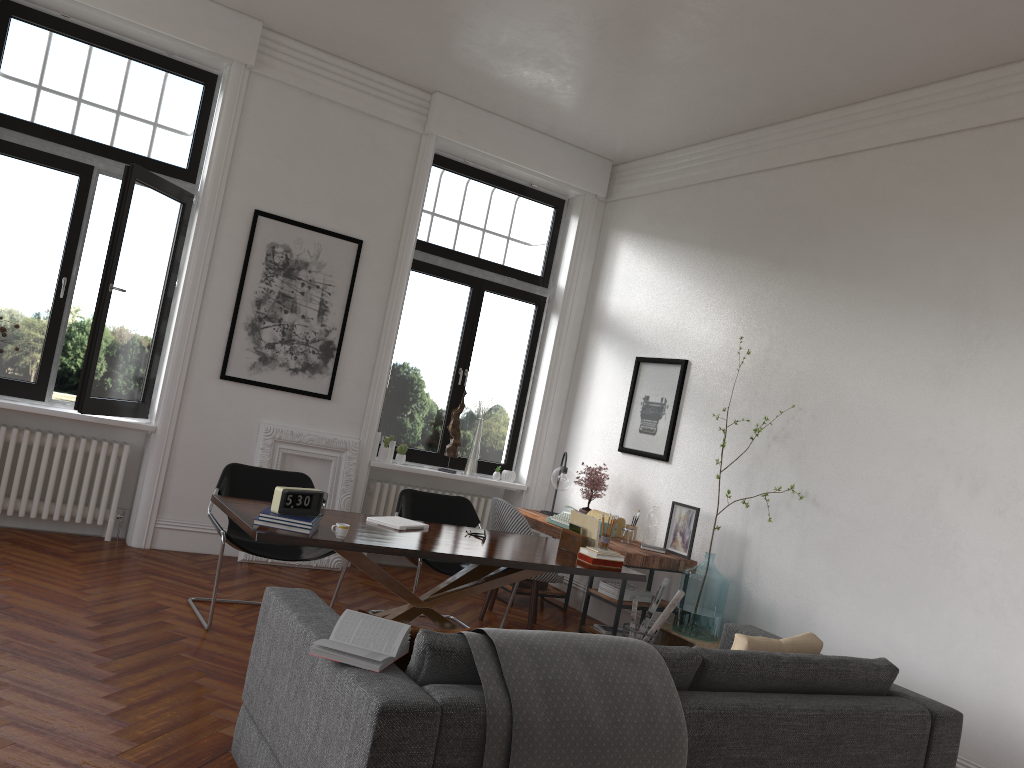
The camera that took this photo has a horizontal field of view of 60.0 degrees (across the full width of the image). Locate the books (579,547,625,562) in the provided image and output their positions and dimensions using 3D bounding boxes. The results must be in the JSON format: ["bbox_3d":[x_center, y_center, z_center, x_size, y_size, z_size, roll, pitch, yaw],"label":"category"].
[{"bbox_3d":[0.520,0.982,5.113,0.208,0.028,0.164,13,-3,-32],"label":"books"}]

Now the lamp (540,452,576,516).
[{"bbox_3d":[0.401,0.840,7.444,0.208,0.549,0.441,12,-2,-6],"label":"lamp"}]

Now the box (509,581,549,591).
[{"bbox_3d":[0.092,1.634,7.389,0.318,0.082,0.296,13,-3,-30],"label":"box"}]

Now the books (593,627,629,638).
[{"bbox_3d":[0.729,1.747,6.223,0.268,0.014,0.196,13,-3,-31],"label":"books"}]

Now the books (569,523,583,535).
[{"bbox_3d":[0.387,0.941,5.437,0.041,0.157,0.128,12,-2,-30],"label":"books"}]

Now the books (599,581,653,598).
[{"bbox_3d":[0.798,1.436,6.199,0.309,0.038,0.225,13,-3,-30],"label":"books"}]

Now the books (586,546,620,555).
[{"bbox_3d":[0.528,0.965,5.129,0.159,0.008,0.128,13,-3,-28],"label":"books"}]

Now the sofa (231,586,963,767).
[{"bbox_3d":[0.403,1.337,3.552,2.650,0.828,1.260,13,-2,-30],"label":"sofa"}]

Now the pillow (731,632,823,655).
[{"bbox_3d":[1.047,1.245,3.719,0.487,0.460,0.225,12,-2,-30],"label":"pillow"}]

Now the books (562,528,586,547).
[{"bbox_3d":[0.365,0.956,5.377,0.029,0.124,0.221,12,-2,-30],"label":"books"}]

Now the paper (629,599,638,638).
[{"bbox_3d":[0.785,1.652,5.818,0.073,0.478,0.033,11,-1,7],"label":"paper"}]

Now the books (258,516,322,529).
[{"bbox_3d":[-1.066,0.649,4.283,0.250,0.017,0.344,12,-2,-5],"label":"books"}]

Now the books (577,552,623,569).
[{"bbox_3d":[0.509,1.014,5.104,0.216,0.040,0.159,13,-3,-28],"label":"books"}]

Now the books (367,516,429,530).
[{"bbox_3d":[-0.646,0.793,5.049,0.230,0.026,0.326,10,-3,25],"label":"books"}]

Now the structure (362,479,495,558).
[{"bbox_3d":[-0.732,1.335,7.971,1.456,0.778,0.225,13,-2,-30],"label":"structure"}]

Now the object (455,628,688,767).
[{"bbox_3d":[0.180,1.018,2.837,0.753,0.387,0.399,13,-2,-30],"label":"object"}]

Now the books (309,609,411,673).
[{"bbox_3d":[-0.462,0.791,2.761,0.224,0.096,0.279,11,-2,12],"label":"books"}]

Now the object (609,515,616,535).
[{"bbox_3d":[0.575,0.855,5.147,0.008,0.195,0.036,12,-1,-17],"label":"object"}]

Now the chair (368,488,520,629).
[{"bbox_3d":[-0.440,1.200,5.838,0.754,0.872,0.744,12,-2,-30],"label":"chair"}]

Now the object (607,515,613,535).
[{"bbox_3d":[0.563,0.854,5.140,0.008,0.193,0.049,11,-1,-6],"label":"object"}]

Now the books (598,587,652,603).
[{"bbox_3d":[0.787,1.469,6.187,0.309,0.038,0.225,13,-3,-31],"label":"books"}]

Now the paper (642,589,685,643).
[{"bbox_3d":[0.923,1.602,5.764,0.329,0.609,0.047,10,-2,41],"label":"paper"}]

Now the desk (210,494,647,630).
[{"bbox_3d":[-0.502,1.206,4.889,2.230,0.751,1.028,13,-2,-30],"label":"desk"}]

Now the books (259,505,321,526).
[{"bbox_3d":[-1.063,0.632,4.283,0.250,0.017,0.344,12,-2,-5],"label":"books"}]

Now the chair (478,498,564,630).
[{"bbox_3d":[0.039,1.320,6.542,0.549,0.899,0.715,13,-2,-37],"label":"chair"}]

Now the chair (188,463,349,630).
[{"bbox_3d":[-1.439,0.974,5.255,0.754,0.872,0.744,12,-2,-30],"label":"chair"}]

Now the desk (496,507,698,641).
[{"bbox_3d":[0.518,1.505,6.850,0.648,0.757,1.796,12,-2,-30],"label":"desk"}]

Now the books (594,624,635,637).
[{"bbox_3d":[0.732,1.731,6.223,0.268,0.014,0.196,12,-3,-18],"label":"books"}]

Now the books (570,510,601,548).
[{"bbox_3d":[0.440,0.917,5.441,0.043,0.239,0.309,12,-2,-30],"label":"books"}]

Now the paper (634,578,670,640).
[{"bbox_3d":[0.901,1.607,5.965,0.294,0.625,0.047,12,-2,-37],"label":"paper"}]

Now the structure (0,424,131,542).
[{"bbox_3d":[-3.511,0.706,6.348,1.456,0.778,0.225,13,-2,-30],"label":"structure"}]

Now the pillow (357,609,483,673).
[{"bbox_3d":[-0.321,0.969,3.032,0.469,0.396,0.330,11,-2,8],"label":"pillow"}]

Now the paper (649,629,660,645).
[{"bbox_3d":[0.927,1.728,5.914,0.126,0.388,0.026,12,-1,-7],"label":"paper"}]

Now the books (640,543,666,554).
[{"bbox_3d":[1.001,1.179,6.383,0.213,0.031,0.129,11,-2,8],"label":"books"}]

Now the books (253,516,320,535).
[{"bbox_3d":[-1.084,0.668,4.289,0.264,0.027,0.347,12,-2,-5],"label":"books"}]
